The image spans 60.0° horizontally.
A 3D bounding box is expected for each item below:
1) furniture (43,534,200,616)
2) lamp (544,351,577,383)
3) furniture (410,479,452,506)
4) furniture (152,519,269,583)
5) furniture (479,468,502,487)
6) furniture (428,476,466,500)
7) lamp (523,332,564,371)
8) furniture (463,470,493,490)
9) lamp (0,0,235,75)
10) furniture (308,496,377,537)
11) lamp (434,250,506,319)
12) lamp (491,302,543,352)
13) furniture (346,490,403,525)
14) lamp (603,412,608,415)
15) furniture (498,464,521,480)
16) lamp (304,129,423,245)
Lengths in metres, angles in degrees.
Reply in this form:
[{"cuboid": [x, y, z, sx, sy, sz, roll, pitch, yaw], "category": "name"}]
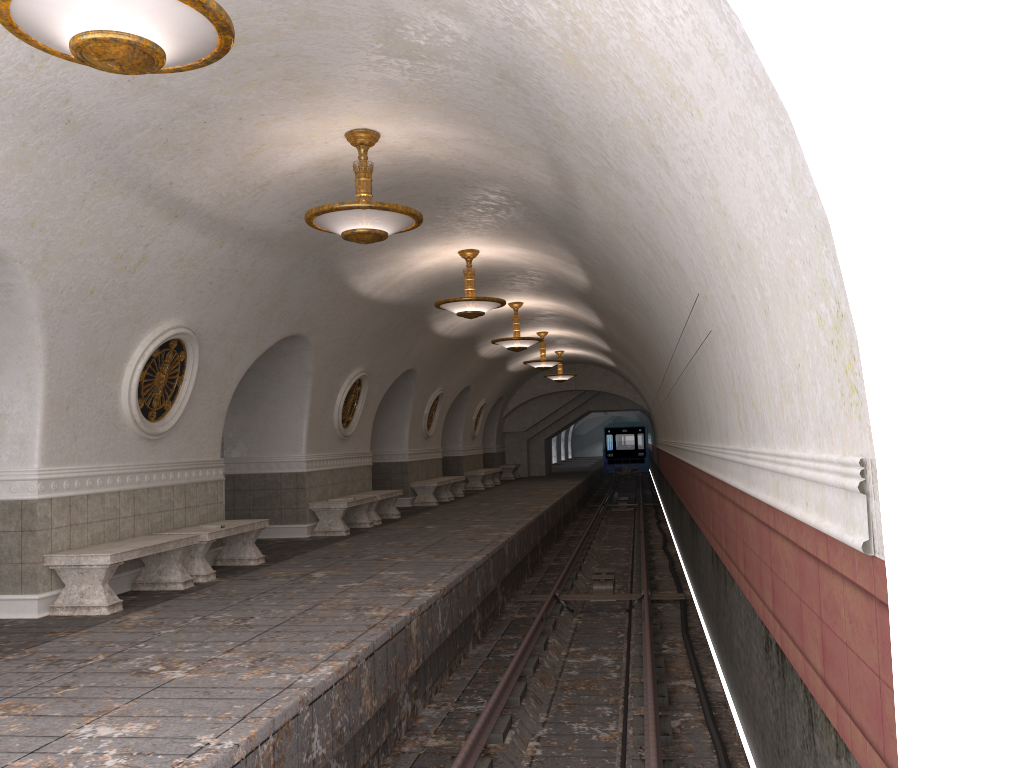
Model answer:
[{"cuboid": [-3.501, 1.713, 8.084, 0.613, 0.508, 1.509, -3, -4, 8], "category": "furniture"}, {"cuboid": [1.449, -0.510, 26.771, 1.008, 0.955, 1.008, 1, -5, -36], "category": "lamp"}, {"cuboid": [-1.805, 2.438, 19.972, 0.613, 0.508, 1.509, -3, -4, 8], "category": "furniture"}, {"cuboid": [-3.264, 1.814, 9.746, 0.613, 0.508, 1.509, -3, -4, 8], "category": "furniture"}, {"cuboid": [-0.728, 2.898, 27.526, 0.613, 0.508, 1.509, -3, -4, 8], "category": "furniture"}, {"cuboid": [-1.568, 2.539, 21.634, 0.613, 0.508, 1.509, -3, -4, 8], "category": "furniture"}, {"cuboid": [0.768, -0.801, 21.998, 1.008, 0.955, 1.008, -4, -4, 24], "category": "lamp"}, {"cuboid": [-0.965, 2.797, 25.864, 0.613, 0.508, 1.509, -3, -4, 8], "category": "furniture"}, {"cuboid": [-1.793, -1.896, 4.038, 1.008, 0.955, 1.008, 1, -5, -36], "category": "lamp"}, {"cuboid": [-2.654, 2.075, 14.022, 0.613, 0.508, 1.509, -3, -4, 8], "category": "furniture"}, {"cuboid": [-0.593, -1.383, 12.455, 1.008, 0.955, 1.008, -1, -4, -8], "category": "lamp"}, {"cuboid": [0.088, -1.092, 17.227, 1.008, 0.955, 1.008, -4, -4, 24], "category": "lamp"}, {"cuboid": [-2.417, 2.176, 15.684, 0.613, 0.508, 1.509, -3, -4, 8], "category": "furniture"}, {"cuboid": [6.629, 1.704, 63.085, 1.008, 0.955, 1.008, -2, -4, -6], "category": "lamp"}, {"cuboid": [-0.077, 3.176, 32.092, 0.613, 0.508, 1.509, -3, -4, 8], "category": "furniture"}, {"cuboid": [-1.278, -1.675, 7.650, 1.008, 0.955, 1.008, -1, -4, -8], "category": "lamp"}]
